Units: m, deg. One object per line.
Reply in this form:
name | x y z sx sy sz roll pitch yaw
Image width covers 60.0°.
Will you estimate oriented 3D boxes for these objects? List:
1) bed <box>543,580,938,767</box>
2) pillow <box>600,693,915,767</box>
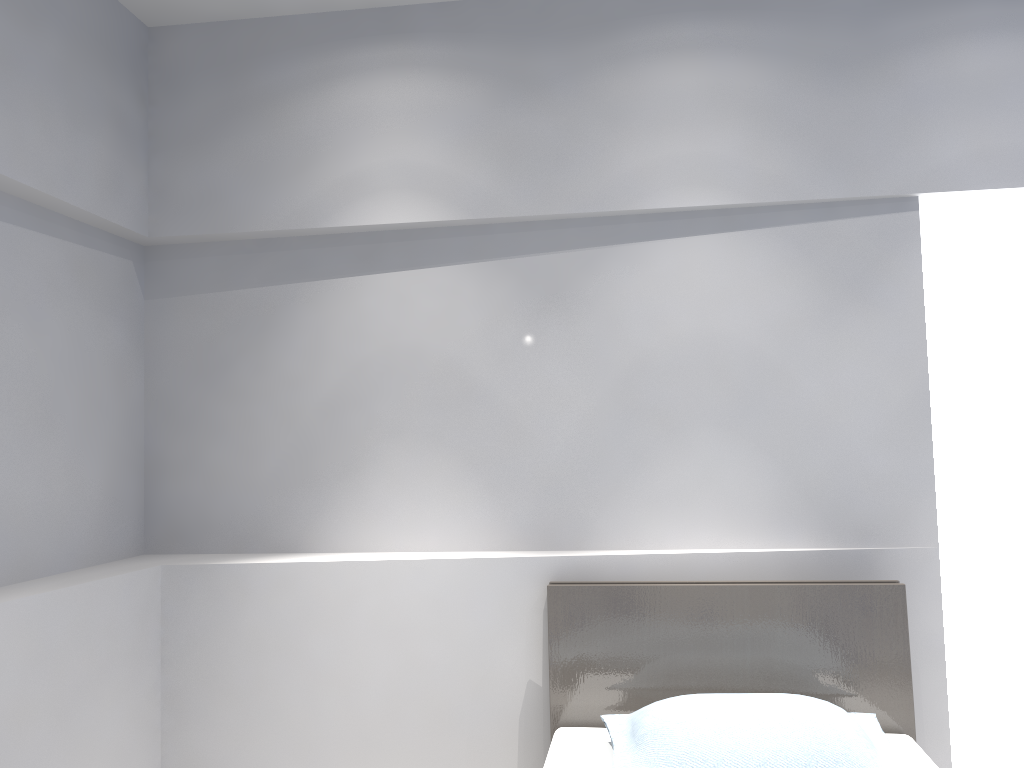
bed | 0.432 0.898 1.524 1.411 0.752 2.319 -2 -4 9
pillow | 0.602 0.886 2.225 0.746 0.173 0.417 -2 -4 4
